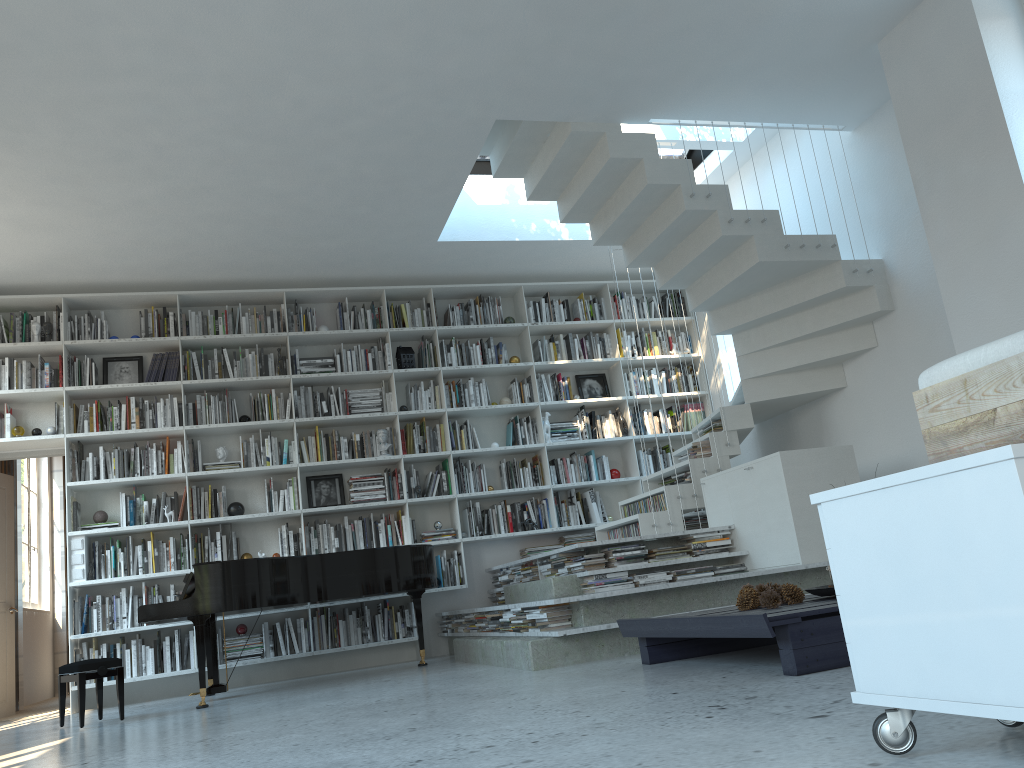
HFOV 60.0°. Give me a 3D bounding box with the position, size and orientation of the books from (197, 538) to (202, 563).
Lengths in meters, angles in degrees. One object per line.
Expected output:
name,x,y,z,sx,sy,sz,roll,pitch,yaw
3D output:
books,-2.423,1.325,6.893,0.030,0.238,0.157,-4,-14,-18

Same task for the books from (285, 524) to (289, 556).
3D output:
books,-1.805,1.273,7.107,0.010,0.276,0.156,-4,-14,-18

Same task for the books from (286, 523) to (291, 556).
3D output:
books,-1.794,1.264,7.108,0.014,0.290,0.132,-4,-14,-18

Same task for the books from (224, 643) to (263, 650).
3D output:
books,-2.067,2.022,6.826,0.285,0.007,0.160,-3,-14,-17

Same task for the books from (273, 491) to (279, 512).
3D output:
books,-1.908,0.970,7.161,0.030,0.182,0.155,-4,-14,-18

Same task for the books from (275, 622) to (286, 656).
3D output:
books,-1.800,1.983,6.900,0.062,0.252,0.178,-4,-14,-18

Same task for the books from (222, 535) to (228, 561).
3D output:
books,-2.253,1.317,6.961,0.028,0.240,0.136,-4,-14,-18

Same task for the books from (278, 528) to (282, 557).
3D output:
books,-1.853,1.286,7.085,0.012,0.253,0.161,-4,-14,-18

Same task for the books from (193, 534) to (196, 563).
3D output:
books,-2.462,1.313,6.899,0.013,0.275,0.147,-4,-14,-18

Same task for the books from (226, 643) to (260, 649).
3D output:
books,-2.071,2.016,6.825,0.254,0.005,0.161,-3,-14,-17

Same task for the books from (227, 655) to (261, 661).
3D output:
books,-2.058,2.101,6.806,0.254,0.007,0.161,-3,-14,-17

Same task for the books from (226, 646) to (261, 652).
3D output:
books,-2.065,2.034,6.820,0.254,0.007,0.161,-4,-14,-16

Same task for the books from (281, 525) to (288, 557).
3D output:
books,-1.819,1.274,7.088,0.027,0.268,0.159,-4,-14,-18

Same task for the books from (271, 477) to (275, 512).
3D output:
books,-1.934,0.914,7.162,0.012,0.297,0.166,-4,-14,-18

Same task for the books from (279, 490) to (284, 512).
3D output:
books,-1.863,0.960,7.161,0.057,0.188,0.156,-4,-14,-18

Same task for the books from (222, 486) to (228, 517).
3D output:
books,-2.283,0.951,7.051,0.028,0.265,0.145,-4,-14,-18

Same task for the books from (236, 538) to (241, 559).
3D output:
books,-2.153,1.324,6.985,0.023,0.211,0.160,-4,-14,-18

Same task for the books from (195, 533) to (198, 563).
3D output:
books,-2.447,1.306,6.895,0.013,0.282,0.147,-4,-14,-18

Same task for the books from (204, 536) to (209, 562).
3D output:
books,-2.378,1.318,6.909,0.042,0.247,0.163,-4,-14,-18

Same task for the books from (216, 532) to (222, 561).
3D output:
books,-2.289,1.301,6.936,0.027,0.268,0.185,-4,-14,-18

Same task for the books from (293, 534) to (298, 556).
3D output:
books,-1.742,1.311,7.124,0.031,0.194,0.142,-4,-14,-18

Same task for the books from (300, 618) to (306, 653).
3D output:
books,-1.639,1.966,6.937,0.024,0.259,0.190,-4,-14,-18

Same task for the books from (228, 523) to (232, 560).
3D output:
books,-2.217,1.269,6.967,0.050,0.327,0.167,-4,-14,-18

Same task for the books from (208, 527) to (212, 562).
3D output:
books,-2.355,1.285,6.923,0.014,0.312,0.166,-4,-14,-18

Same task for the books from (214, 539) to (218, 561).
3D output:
books,-2.309,1.329,6.925,0.021,0.214,0.172,-4,-14,-18

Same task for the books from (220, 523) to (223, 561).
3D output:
books,-2.281,1.273,6.973,0.013,0.338,0.138,-4,-14,-18

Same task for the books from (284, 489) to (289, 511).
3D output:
books,-1.826,0.960,7.177,0.024,0.187,0.173,-4,-14,-18

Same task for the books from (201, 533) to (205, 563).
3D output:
books,-2.403,1.305,6.896,0.012,0.272,0.181,-4,-14,-18

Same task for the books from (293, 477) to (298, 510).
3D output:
books,-1.760,0.908,7.200,0.021,0.281,0.162,-4,-14,-18

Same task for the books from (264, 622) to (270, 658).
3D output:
books,-1.902,1.986,6.882,0.031,0.265,0.145,-4,-14,-18

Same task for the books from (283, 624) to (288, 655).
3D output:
books,-1.763,1.990,6.907,0.011,0.231,0.174,-4,-14,-18

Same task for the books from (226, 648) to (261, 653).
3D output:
books,-2.063,2.047,6.817,0.254,0.007,0.161,-4,-14,-16

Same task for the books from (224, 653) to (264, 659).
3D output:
books,-2.057,2.085,6.801,0.285,0.007,0.160,-2,-15,-21

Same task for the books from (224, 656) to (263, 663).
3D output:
books,-2.056,2.115,6.804,0.285,0.007,0.160,-3,-14,-17

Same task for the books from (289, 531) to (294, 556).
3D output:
books,-1.767,1.295,7.099,0.029,0.220,0.153,-4,-14,-18

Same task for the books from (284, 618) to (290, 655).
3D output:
books,-1.753,1.967,6.908,0.012,0.274,0.180,-4,-14,-18

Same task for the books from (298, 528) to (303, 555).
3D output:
books,-1.702,1.289,7.155,0.019,0.241,0.108,-4,-14,-18

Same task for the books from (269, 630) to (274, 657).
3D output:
books,-1.866,2.011,6.872,0.029,0.201,0.178,-4,-14,-18

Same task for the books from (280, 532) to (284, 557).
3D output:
books,-1.841,1.301,7.093,0.015,0.225,0.148,-4,-14,-18

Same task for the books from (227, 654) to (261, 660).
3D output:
books,-2.058,2.094,6.806,0.254,0.007,0.161,-4,-14,-16

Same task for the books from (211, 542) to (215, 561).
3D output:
books,-2.331,1.341,6.920,0.024,0.195,0.157,-4,-14,-18

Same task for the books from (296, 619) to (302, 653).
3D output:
books,-1.671,1.976,6.959,0.025,0.258,0.133,-4,-14,-18

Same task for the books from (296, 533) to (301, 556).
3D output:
books,-1.713,1.303,7.120,0.024,0.200,0.159,-4,-14,-18

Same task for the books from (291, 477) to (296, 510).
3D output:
books,-1.774,0.909,7.192,0.011,0.278,0.188,-4,-14,-18

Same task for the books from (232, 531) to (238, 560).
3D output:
books,-2.176,1.298,6.970,0.027,0.260,0.164,-4,-14,-18

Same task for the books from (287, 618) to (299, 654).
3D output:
books,-1.715,1.967,6.933,0.073,0.275,0.181,-4,-14,-18

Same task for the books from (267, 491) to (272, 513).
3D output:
books,-1.952,0.967,7.133,0.025,0.185,0.154,-4,-14,-18

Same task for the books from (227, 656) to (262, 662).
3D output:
books,-2.054,2.106,6.797,0.254,0.007,0.161,-4,-14,-14

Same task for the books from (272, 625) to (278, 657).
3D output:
books,-1.844,1.996,6.896,0.028,0.237,0.136,-4,-14,-18

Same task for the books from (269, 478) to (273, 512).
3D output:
books,-1.945,0.918,7.161,0.011,0.291,0.156,-4,-14,-18

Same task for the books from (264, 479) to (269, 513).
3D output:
books,-1.978,0.922,7.142,0.012,0.284,0.160,-4,-14,-18

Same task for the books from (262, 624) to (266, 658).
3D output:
books,-1.918,1.989,6.860,0.012,0.253,0.161,-4,-14,-18

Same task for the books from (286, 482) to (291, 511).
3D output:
books,-1.809,0.929,7.179,0.012,0.244,0.171,-4,-14,-18

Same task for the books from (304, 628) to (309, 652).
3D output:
books,-1.616,2.008,6.951,0.024,0.179,0.172,-4,-14,-18

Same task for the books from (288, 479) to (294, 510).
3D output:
books,-1.794,0.917,7.194,0.027,0.269,0.179,-4,-14,-18

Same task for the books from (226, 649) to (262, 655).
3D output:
books,-2.059,2.059,6.808,0.254,0.007,0.161,-2,-15,-21

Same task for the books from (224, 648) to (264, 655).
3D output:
books,-2.060,2.052,6.809,0.285,0.007,0.160,-2,-15,-21

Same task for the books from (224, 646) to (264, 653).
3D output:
books,-2.061,2.038,6.810,0.285,0.007,0.160,-2,-15,-22

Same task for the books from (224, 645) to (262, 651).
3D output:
books,-2.066,2.028,6.822,0.285,0.007,0.160,-4,-14,-17
